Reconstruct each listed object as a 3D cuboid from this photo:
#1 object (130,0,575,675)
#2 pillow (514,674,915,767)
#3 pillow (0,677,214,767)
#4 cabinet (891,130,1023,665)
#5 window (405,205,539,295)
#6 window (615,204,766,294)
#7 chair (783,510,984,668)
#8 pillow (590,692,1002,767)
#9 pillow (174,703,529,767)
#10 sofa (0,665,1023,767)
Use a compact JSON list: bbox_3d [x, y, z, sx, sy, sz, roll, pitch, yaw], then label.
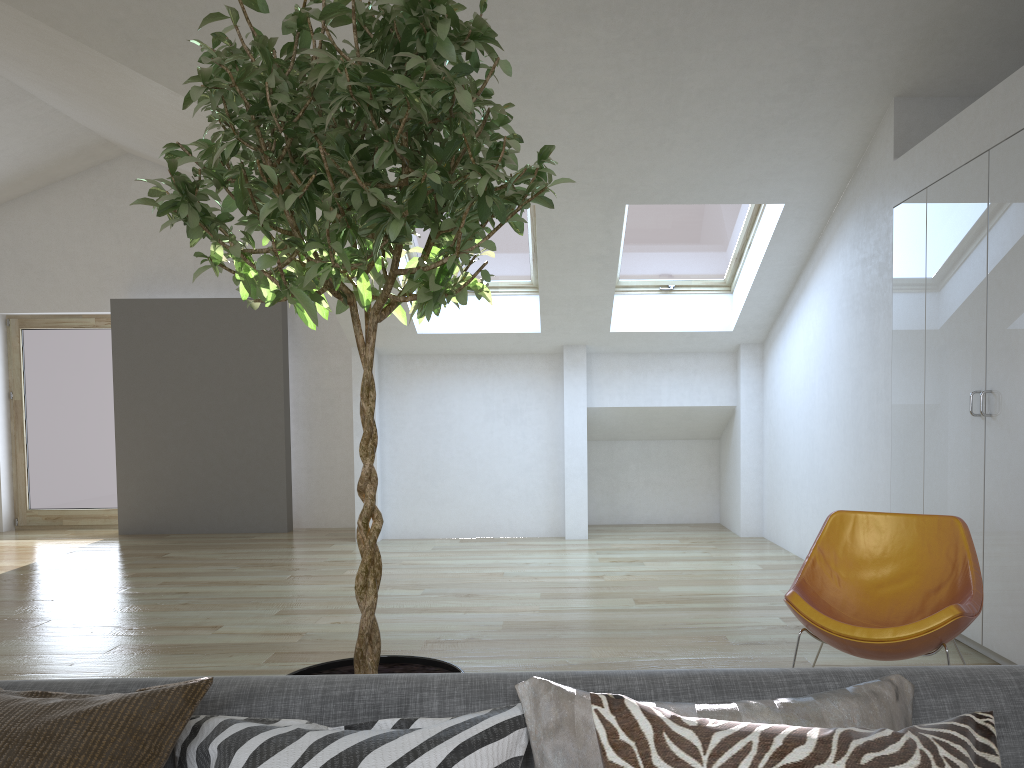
[{"bbox_3d":[-0.319,0.172,1.837,0.831,2.027,0.780,-2,2,-21],"label":"object"},{"bbox_3d":[0.319,0.620,1.311,0.663,0.320,0.254,-1,1,0],"label":"pillow"},{"bbox_3d":[-0.781,0.622,1.287,0.592,0.339,0.301,-1,1,9],"label":"pillow"},{"bbox_3d":[2.107,0.118,4.125,0.124,2.250,1.735,-1,1,3],"label":"cabinet"},{"bbox_3d":[-0.321,-1.075,6.822,1.521,0.731,1.839,-1,-1,1],"label":"window"},{"bbox_3d":[1.318,-1.089,6.856,1.521,0.731,1.839,-1,-1,1],"label":"window"},{"bbox_3d":[1.370,0.860,3.280,0.655,0.725,0.716,0,1,31],"label":"chair"},{"bbox_3d":[0.380,0.589,1.142,0.574,0.342,0.272,-1,1,3],"label":"pillow"},{"bbox_3d":[-0.251,0.647,1.256,0.579,0.284,0.346,-1,0,0],"label":"pillow"},{"bbox_3d":[-0.016,0.816,1.141,2.544,0.686,0.989,-1,0,-1],"label":"sofa"}]
